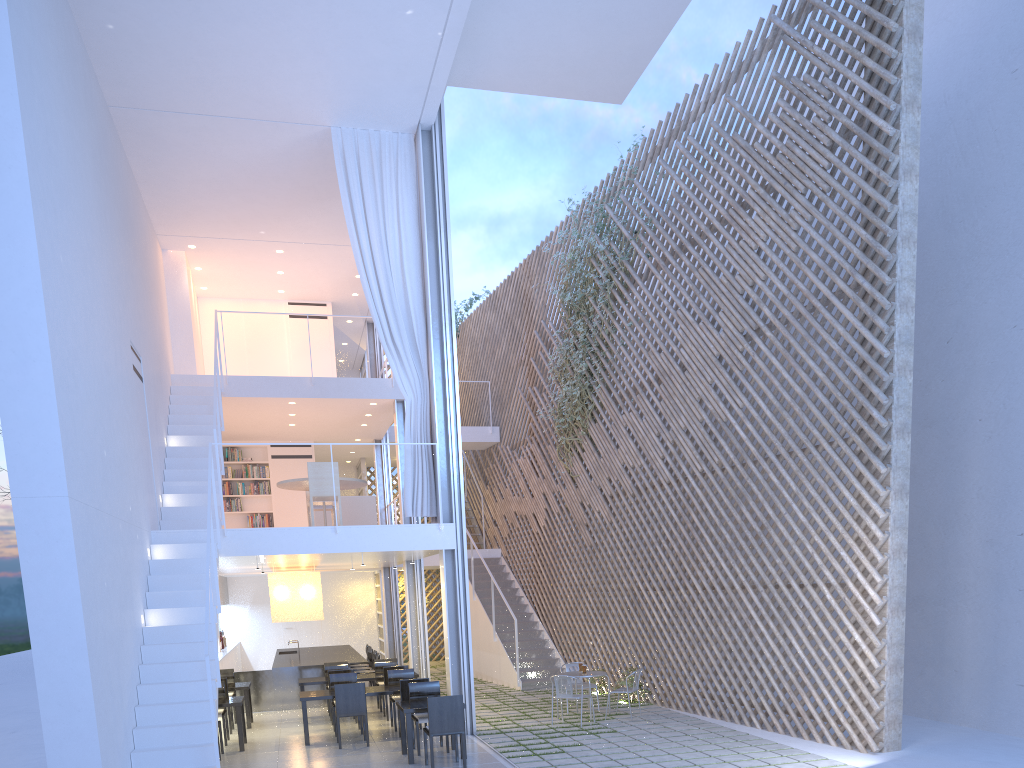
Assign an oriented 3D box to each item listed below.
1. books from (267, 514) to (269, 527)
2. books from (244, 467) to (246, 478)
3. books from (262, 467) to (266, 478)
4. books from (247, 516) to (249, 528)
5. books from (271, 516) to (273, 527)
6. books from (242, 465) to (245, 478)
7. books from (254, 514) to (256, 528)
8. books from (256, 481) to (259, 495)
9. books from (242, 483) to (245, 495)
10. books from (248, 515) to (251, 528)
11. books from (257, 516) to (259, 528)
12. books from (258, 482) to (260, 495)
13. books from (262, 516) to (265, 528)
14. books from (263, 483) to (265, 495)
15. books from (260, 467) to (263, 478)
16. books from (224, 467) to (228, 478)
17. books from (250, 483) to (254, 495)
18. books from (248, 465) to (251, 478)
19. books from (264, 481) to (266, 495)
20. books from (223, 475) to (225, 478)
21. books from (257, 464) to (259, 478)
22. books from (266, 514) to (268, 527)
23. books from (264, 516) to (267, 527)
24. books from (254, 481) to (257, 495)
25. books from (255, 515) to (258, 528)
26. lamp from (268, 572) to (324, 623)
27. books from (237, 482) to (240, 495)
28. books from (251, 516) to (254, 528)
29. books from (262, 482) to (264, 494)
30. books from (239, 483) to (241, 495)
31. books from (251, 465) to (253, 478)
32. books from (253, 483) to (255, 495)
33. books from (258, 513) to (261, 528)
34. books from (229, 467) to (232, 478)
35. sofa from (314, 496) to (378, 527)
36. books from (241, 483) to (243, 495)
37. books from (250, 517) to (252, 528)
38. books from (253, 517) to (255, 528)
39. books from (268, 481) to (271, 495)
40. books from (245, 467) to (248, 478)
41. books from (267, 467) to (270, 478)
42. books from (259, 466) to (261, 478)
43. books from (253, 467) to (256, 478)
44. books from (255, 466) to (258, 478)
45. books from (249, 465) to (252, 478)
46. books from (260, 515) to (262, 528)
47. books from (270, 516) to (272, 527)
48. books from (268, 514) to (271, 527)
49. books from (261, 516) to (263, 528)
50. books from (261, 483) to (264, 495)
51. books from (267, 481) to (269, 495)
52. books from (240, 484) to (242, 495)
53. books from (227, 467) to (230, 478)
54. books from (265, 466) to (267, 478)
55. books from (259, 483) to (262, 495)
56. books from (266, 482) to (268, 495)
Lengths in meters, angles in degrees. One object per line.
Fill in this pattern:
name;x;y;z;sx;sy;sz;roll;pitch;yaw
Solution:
books;-2.577;1.445;8.677;0.009;0.147;0.089;-5;3;-16
books;-2.521;1.273;6.939;0.123;1.615;3.692;-4;-10;-8
books;-2.445;1.279;6.991;0.045;1.607;3.661;-3;-10;-5
books;-2.764;1.450;8.627;0.015;0.129;0.095;-5;1;-16
books;-2.537;1.457;8.697;0.006;0.130;0.071;-5;4;-16
books;-2.793;0.920;8.559;0.015;0.143;0.078;-5;4;-16
books;-2.700;1.440;8.648;0.011;0.155;0.081;-5;4;-16
books;-2.663;1.091;8.609;0.011;0.155;0.081;-5;4;-16
books;-2.798;1.102;8.583;0.020;0.132;0.069;-5;4;-16
books;-2.750;1.444;8.633;0.015;0.143;0.088;-5;3;-16
books;-2.671;1.453;8.654;0.015;0.127;0.088;-5;2;-16
books;-2.650;1.097;8.615;0.015;0.143;0.078;-5;4;-16
books;-2.621;1.455;8.676;0.020;0.132;0.069;-5;4;-16
books;-2.596;1.103;8.622;0.005;0.129;0.095;-5;1;-16
books;-2.456;1.280;6.970;0.037;1.617;3.694;-3;-10;-5
books;-2.613;1.286;6.925;0.039;1.641;3.661;-4;-9;-11
books;-2.713;1.104;8.594;0.020;0.124;0.092;-5;1;-16
books;-2.505;1.289;6.991;0.023;1.666;3.602;-3;-9;-7
books;-2.589;1.095;8.625;0.009;0.147;0.089;-5;3;-16
books;-2.621;1.276;6.949;0.027;1.610;3.601;-4;-9;-12
books;-2.485;1.282;6.980;0.030;1.672;3.653;-3;-9;-5
books;-2.586;1.448;8.675;0.010;0.142;0.088;-5;3;-16
books;-2.600;1.458;8.675;0.018;0.122;0.085;-5;2;-16
books;-2.682;1.090;8.602;0.015;0.154;0.086;-5;3;-16
books;-2.688;1.447;8.654;0.015;0.143;0.078;-5;4;-16
lamp;-2.150;2.113;8.175;0.446;0.416;2.359;-2;-13;-15
books;-2.843;1.093;8.561;0.015;0.143;0.088;-5;3;-16
books;-2.726;1.454;8.639;0.020;0.124;0.092;-5;1;-16
books;-2.603;1.100;8.619;0.008;0.135;0.095;-5;2;-16
books;-2.827;1.099;8.563;0.015;0.129;0.095;-5;1;-16
books;-2.502;1.288;6.991;0.023;1.666;3.607;-3;-9;-7
books;-2.696;1.103;8.599;0.015;0.127;0.088;-5;2;-16
books;-2.658;1.441;8.657;0.015;0.154;0.086;-5;3;-16
books;-2.616;1.292;6.943;0.030;1.645;3.631;-4;-9;-10
sofa;-1.458;1.202;7.074;0.498;0.363;1.006;-1;-11;-15
books;-2.809;1.099;8.567;0.007;0.129;0.095;-5;1;-16
books;-2.739;1.455;8.637;0.006;0.122;0.090;-5;1;-16
books;-2.708;1.457;8.649;0.006;0.121;0.080;-5;2;-16
books;-2.548;1.097;8.638;0.020;0.147;0.083;-5;3;-16
books;-2.534;1.299;6.982;0.030;1.642;3.611;-3;-9;-7
books;-2.417;1.282;6.989;0.038;1.615;3.685;-3;-10;-4
books;-2.476;1.295;6.989;0.024;1.649;3.628;-3;-10;-5
books;-2.466;1.279;6.971;0.034;1.615;3.669;-3;-10;-7
books;-2.470;1.262;6.976;0.029;1.583;3.657;-3;-10;-6
books;-2.513;1.290;6.988;0.023;1.662;3.609;-3;-9;-7
books;-2.639;1.449;8.659;0.008;0.135;0.095;-5;2;-16
books;-2.545;1.456;8.685;0.015;0.125;0.092;-5;1;-16
books;-2.559;1.446;8.683;0.011;0.146;0.085;-5;3;-16
books;-2.631;1.452;8.661;0.007;0.129;0.095;-5;1;-16
books;-2.617;1.107;8.622;0.018;0.122;0.085;-5;2;-16
books;-2.563;1.096;8.633;0.011;0.146;0.085;-5;3;-16
books;-2.817;1.103;8.569;0.006;0.122;0.090;-5;1;-16
books;-2.606;1.271;6.936;0.036;1.612;3.640;-4;-9;-11
books;-2.437;1.291;6.984;0.037;1.642;3.686;-3;-10;-4
books;-2.633;1.105;8.614;0.015;0.125;0.092;-5;1;-16
books;-2.573;1.098;8.630;0.010;0.142;0.088;-5;3;-16
